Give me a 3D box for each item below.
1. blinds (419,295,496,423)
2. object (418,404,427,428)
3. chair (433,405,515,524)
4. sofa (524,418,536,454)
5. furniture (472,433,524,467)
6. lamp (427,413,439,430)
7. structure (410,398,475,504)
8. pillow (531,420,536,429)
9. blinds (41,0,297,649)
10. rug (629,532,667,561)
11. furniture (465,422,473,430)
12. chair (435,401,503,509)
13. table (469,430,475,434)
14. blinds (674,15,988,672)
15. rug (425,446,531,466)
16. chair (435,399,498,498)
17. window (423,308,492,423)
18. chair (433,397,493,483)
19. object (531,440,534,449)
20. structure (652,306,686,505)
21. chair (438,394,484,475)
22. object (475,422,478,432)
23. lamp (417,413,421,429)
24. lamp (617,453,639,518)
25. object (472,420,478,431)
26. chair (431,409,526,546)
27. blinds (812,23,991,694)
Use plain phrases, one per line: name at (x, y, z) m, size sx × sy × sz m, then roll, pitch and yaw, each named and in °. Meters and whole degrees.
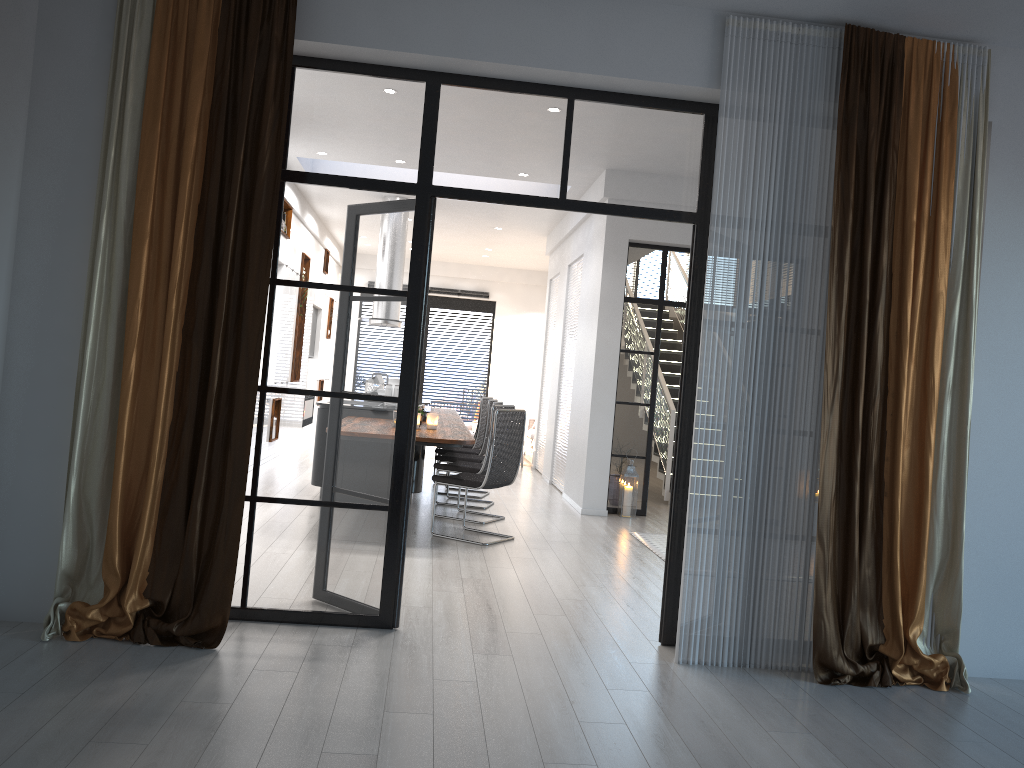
blinds at (-1.715, -0.357, 17.084) m, size 2.584 × 2.722 × 0.358 m, roll 5°, pitch -1°, yaw -5°
object at (-0.768, 0.247, 7.102) m, size 0.151 × 0.206 × 0.157 m, roll 5°, pitch -1°, yaw 12°
chair at (-0.346, 0.668, 7.823) m, size 0.537 × 1.019 × 0.470 m, roll 5°, pitch -1°, yaw 25°
sofa at (0.771, 0.824, 13.961) m, size 0.898 × 0.825 × 2.093 m, roll 5°, pitch 0°, yaw -5°
furniture at (-0.224, 0.928, 12.960) m, size 0.699 × 0.460 × 0.699 m, roll 5°, pitch 0°, yaw -10°
lamp at (-0.638, 0.299, 7.090) m, size 0.096 × 0.124 × 0.095 m, roll 5°, pitch -1°, yaw 28°
structure at (-1.214, 0.654, 8.896) m, size 1.377 × 0.887 × 5.640 m, roll 5°, pitch 0°, yaw -5°
pillow at (0.868, 0.638, 14.013) m, size 0.589 × 0.392 × 2.029 m, roll 5°, pitch 0°, yaw -17°
blinds at (-1.456, -0.423, 3.844) m, size 0.810 × 3.046 × 0.254 m, roll 5°, pitch -1°, yaw -6°
rug at (2.219, 1.387, 7.030) m, size 2.275 × 0.020 × 1.585 m, roll 5°, pitch 0°, yaw -5°
furniture at (-0.506, 0.890, 15.257) m, size 0.699 × 0.460 × 0.699 m, roll 5°, pitch 0°, yaw -5°
chair at (-0.429, 0.656, 8.637) m, size 0.537 × 1.019 × 0.470 m, roll 5°, pitch -1°, yaw 10°
table at (-0.416, 0.960, 14.058) m, size 1.000 × 0.350 × 1.000 m, roll 5°, pitch 0°, yaw -5°
blinds at (1.528, -0.162, 4.203) m, size 1.301 × 3.070 × 0.052 m, roll 5°, pitch -1°, yaw -5°
rug at (-0.576, 1.110, 14.098) m, size 1.623 × 0.020 × 2.519 m, roll 5°, pitch 0°, yaw -6°
chair at (-0.493, 0.646, 9.353) m, size 0.537 × 1.019 × 0.470 m, roll 5°, pitch -1°, yaw 10°
window at (1.362, -1.371, 17.722) m, size 8.563 × 5.064 × 0.462 m, roll 5°, pitch -1°, yaw -7°
chair at (-0.570, 0.635, 10.164) m, size 0.537 × 1.019 × 0.470 m, roll 5°, pitch -1°, yaw 15°
object at (0.697, 0.799, 13.320) m, size 0.722 × 0.493 × 0.711 m, roll 5°, pitch 0°, yaw -9°
structure at (2.860, -0.378, 11.896) m, size 2.393 × 3.603 × 5.801 m, roll 5°, pitch 0°, yaw -5°
chair at (-0.669, 0.621, 11.122) m, size 0.536 × 1.019 × 0.471 m, roll 5°, pitch -1°, yaw -5°
object at (-0.516, 0.684, 13.921) m, size 0.110 × 0.183 × 0.119 m, roll 5°, pitch -1°, yaw 0°
lamp at (-0.767, 0.289, 6.963) m, size 0.095 × 0.124 × 0.095 m, roll 5°, pitch -1°, yaw -12°
lamp at (1.147, 0.966, 8.677) m, size 0.148 × 0.665 × 0.157 m, roll 5°, pitch -1°, yaw -5°
object at (-0.474, 0.766, 15.209) m, size 0.418 × 0.355 × 0.760 m, roll 5°, pitch 0°, yaw 3°
chair at (-0.271, 0.680, 6.888) m, size 0.537 × 1.019 × 0.470 m, roll 4°, pitch -1°, yaw 30°
blinds at (1.821, -0.144, 4.127) m, size 0.810 × 3.046 × 0.254 m, roll 5°, pitch -1°, yaw -5°
